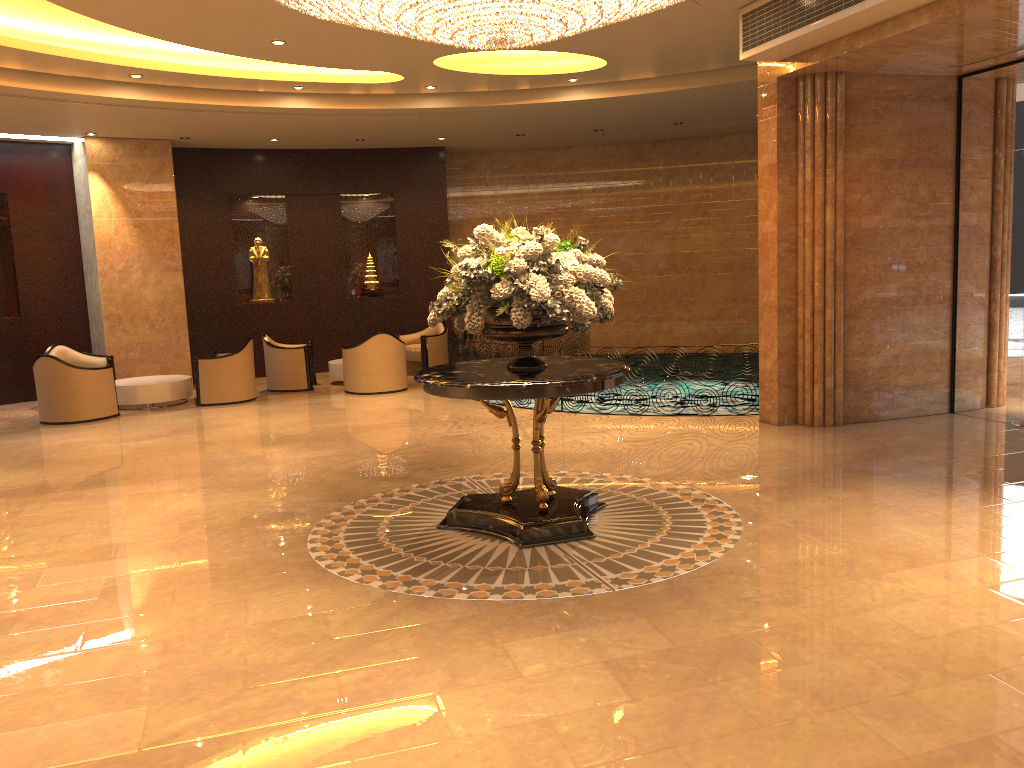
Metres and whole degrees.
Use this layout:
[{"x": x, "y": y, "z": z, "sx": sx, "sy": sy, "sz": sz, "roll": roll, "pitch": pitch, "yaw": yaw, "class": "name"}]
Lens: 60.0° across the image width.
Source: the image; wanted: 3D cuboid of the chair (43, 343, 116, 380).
[{"x": -6.527, "y": -0.149, "z": 13.261, "sx": 0.769, "sy": 0.916, "sz": 0.951, "roll": 2, "pitch": 9, "yaw": 31, "class": "chair"}]

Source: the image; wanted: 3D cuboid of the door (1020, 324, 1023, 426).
[{"x": 5.290, "y": -0.854, "z": 7.825, "sx": 0.195, "sy": 2.758, "sz": 1.880, "roll": -5, "pitch": 8, "yaw": -18, "class": "door"}]

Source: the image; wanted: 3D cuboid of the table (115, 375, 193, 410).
[{"x": -5.314, "y": 0.118, "z": 12.998, "sx": 1.196, "sy": 0.354, "sz": 1.196, "roll": -1, "pitch": 8, "yaw": 8, "class": "table"}]

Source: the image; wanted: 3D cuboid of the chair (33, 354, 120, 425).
[{"x": -5.844, "y": 0.026, "z": 11.741, "sx": 0.951, "sy": 0.916, "sz": 0.769, "roll": 0, "pitch": 8, "yaw": 17, "class": "chair"}]

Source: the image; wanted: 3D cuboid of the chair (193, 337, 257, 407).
[{"x": -4.148, "y": -0.207, "z": 12.946, "sx": 0.769, "sy": 0.916, "sz": 0.951, "roll": -3, "pitch": 8, "yaw": -3, "class": "chair"}]

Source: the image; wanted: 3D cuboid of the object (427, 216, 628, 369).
[{"x": 0.075, "y": -0.607, "z": 6.045, "sx": 1.277, "sy": 0.999, "sz": 1.318, "roll": -1, "pitch": 8, "yaw": 12, "class": "object"}]

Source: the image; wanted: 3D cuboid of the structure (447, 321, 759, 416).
[{"x": 0.901, "y": -0.382, "z": 13.759, "sx": 3.815, "sy": 0.995, "sz": 7.624, "roll": -2, "pitch": 8, "yaw": 0, "class": "structure"}]

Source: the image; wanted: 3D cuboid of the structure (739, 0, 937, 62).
[{"x": 3.080, "y": -3.200, "z": 6.808, "sx": 0.425, "sy": 0.483, "sz": 4.113, "roll": -5, "pitch": 8, "yaw": -18, "class": "structure"}]

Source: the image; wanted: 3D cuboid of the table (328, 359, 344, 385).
[{"x": -2.405, "y": -0.220, "z": 14.610, "sx": 1.196, "sy": 0.354, "sz": 1.196, "roll": -1, "pitch": 8, "yaw": 9, "class": "table"}]

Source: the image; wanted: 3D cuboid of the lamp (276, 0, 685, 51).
[{"x": -0.100, "y": -2.828, "z": 5.751, "sx": 3.206, "sy": 1.196, "sz": 3.204, "roll": 0, "pitch": 8, "yaw": 19, "class": "lamp"}]

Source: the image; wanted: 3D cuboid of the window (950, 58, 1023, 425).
[{"x": 5.274, "y": -1.228, "z": 7.776, "sx": 0.047, "sy": 3.571, "sz": 3.515, "roll": -5, "pitch": 8, "yaw": -18, "class": "window"}]

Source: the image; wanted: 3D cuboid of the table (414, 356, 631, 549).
[{"x": 0.091, "y": 0.424, "z": 6.206, "sx": 1.493, "sy": 1.089, "sz": 1.493, "roll": -6, "pitch": 8, "yaw": -25, "class": "table"}]

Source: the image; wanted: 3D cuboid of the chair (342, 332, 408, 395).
[{"x": -2.023, "y": -0.345, "z": 13.304, "sx": 0.951, "sy": 0.916, "sz": 0.769, "roll": -6, "pitch": 8, "yaw": -23, "class": "chair"}]

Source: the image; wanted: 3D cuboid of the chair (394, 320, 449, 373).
[{"x": -1.508, "y": -0.635, "z": 15.312, "sx": 0.769, "sy": 0.916, "sz": 0.951, "roll": -9, "pitch": 10, "yaw": -43, "class": "chair"}]

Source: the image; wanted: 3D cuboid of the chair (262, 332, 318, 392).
[{"x": -3.527, "y": -0.379, "z": 14.039, "sx": 0.769, "sy": 0.916, "sz": 0.951, "roll": -4, "pitch": 8, "yaw": -8, "class": "chair"}]
